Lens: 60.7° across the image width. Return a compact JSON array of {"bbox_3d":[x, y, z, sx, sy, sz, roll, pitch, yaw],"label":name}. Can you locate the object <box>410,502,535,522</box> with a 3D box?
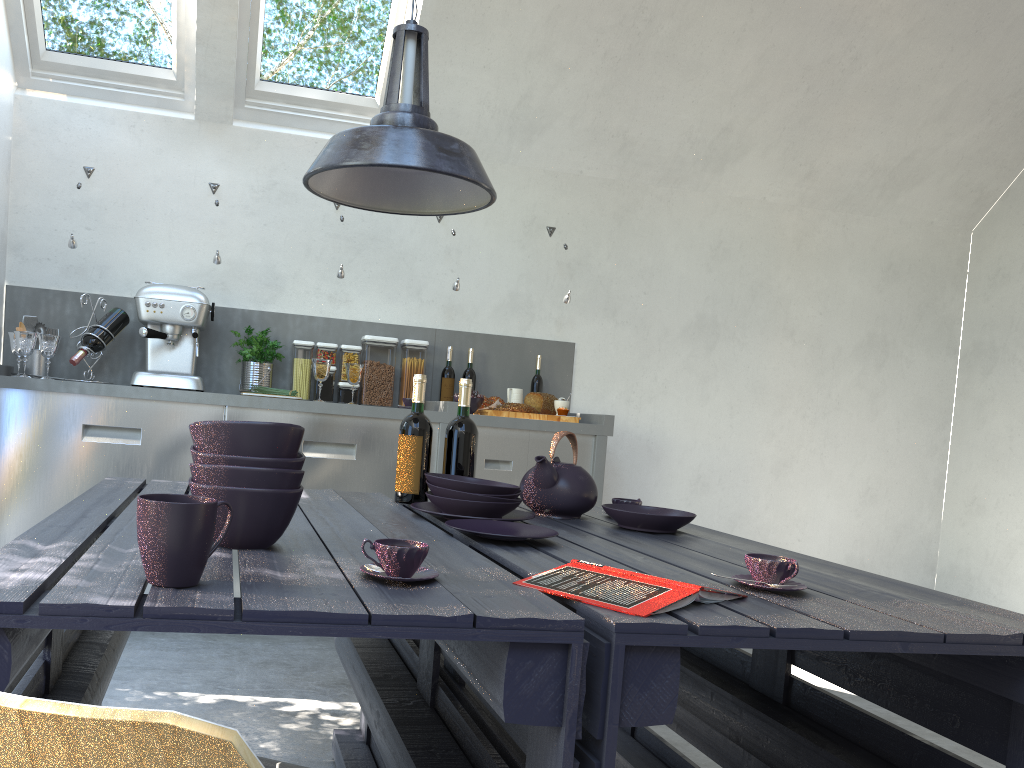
[{"bbox_3d":[-0.095,0.311,2.080,0.306,0.024,0.285,4,-2,17],"label":"object"}]

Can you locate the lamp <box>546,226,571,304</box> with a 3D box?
[{"bbox_3d":[0.242,-0.615,4.469,0.058,0.439,0.341,4,1,-18],"label":"lamp"}]

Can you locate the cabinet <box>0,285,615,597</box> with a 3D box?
[{"bbox_3d":[-0.987,0.391,4.159,2.782,1.484,0.579,5,2,-12],"label":"cabinet"}]

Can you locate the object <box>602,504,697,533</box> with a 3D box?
[{"bbox_3d":[0.338,0.337,2.179,0.240,0.047,0.218,4,-2,26],"label":"object"}]

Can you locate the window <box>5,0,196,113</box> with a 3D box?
[{"bbox_3d":[-1.679,-2.037,3.540,0.809,1.401,1.524,4,0,-17],"label":"window"}]

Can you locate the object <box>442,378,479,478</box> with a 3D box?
[{"bbox_3d":[-0.137,0.158,2.371,0.094,0.346,0.087,6,3,18],"label":"object"}]

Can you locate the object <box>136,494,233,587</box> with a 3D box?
[{"bbox_3d":[-0.421,0.203,1.132,0.124,0.110,0.105,5,0,-23],"label":"object"}]

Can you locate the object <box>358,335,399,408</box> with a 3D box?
[{"bbox_3d":[-0.677,-0.057,4.407,0.170,0.356,0.131,4,2,-15],"label":"object"}]

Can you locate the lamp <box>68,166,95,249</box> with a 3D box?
[{"bbox_3d":[-1.971,-0.816,4.002,0.058,0.439,0.341,4,1,-18],"label":"lamp"}]

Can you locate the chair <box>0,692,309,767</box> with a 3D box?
[{"bbox_3d":[-0.365,0.642,1.009,0.717,0.822,0.747,5,1,15],"label":"chair"}]

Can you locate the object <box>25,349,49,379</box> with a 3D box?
[{"bbox_3d":[-2.188,-0.091,4.029,0.112,0.132,0.101,5,1,26],"label":"object"}]

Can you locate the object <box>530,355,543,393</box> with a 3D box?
[{"bbox_3d":[0.130,0.021,4.586,0.061,0.346,0.063,4,3,-12],"label":"object"}]

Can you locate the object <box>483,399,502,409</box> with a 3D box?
[{"bbox_3d":[-0.122,0.099,4.274,0.199,0.059,0.198,5,-2,5],"label":"object"}]

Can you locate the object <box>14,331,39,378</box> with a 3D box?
[{"bbox_3d":[-2.057,-0.123,3.698,0.095,0.192,0.102,4,2,-21],"label":"object"}]

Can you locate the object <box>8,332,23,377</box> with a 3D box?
[{"bbox_3d":[-2.150,-0.126,3.818,0.092,0.192,0.104,3,3,-44],"label":"object"}]

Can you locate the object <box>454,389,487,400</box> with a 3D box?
[{"bbox_3d":[-0.201,0.053,4.106,0.152,0.095,0.148,5,-1,-29],"label":"object"}]

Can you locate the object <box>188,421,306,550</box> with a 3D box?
[{"bbox_3d":[-0.449,0.166,1.474,0.189,0.215,0.219,5,0,-14],"label":"object"}]

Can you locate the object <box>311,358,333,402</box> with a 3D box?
[{"bbox_3d":[-0.863,-0.015,3.945,0.104,0.192,0.093,6,2,34],"label":"object"}]

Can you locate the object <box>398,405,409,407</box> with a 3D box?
[{"bbox_3d":[-0.468,0.108,4.030,0.124,0.013,0.029,7,-2,-40],"label":"object"}]

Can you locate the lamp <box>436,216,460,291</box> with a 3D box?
[{"bbox_3d":[-0.310,-0.666,4.357,0.056,0.437,0.353,3,1,-27],"label":"lamp"}]

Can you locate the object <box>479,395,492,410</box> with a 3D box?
[{"bbox_3d":[-0.158,0.089,4.256,0.125,0.077,0.113,4,-1,28],"label":"object"}]

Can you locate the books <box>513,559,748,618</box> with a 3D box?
[{"bbox_3d":[0.185,0.301,1.335,0.236,0.030,0.287,3,-3,43],"label":"books"}]

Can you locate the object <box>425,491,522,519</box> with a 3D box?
[{"bbox_3d":[-0.093,0.290,2.077,0.240,0.047,0.218,4,-2,26],"label":"object"}]

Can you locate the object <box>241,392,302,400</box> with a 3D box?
[{"bbox_3d":[-1.094,0.055,3.968,0.254,0.012,0.186,5,-2,-17],"label":"object"}]

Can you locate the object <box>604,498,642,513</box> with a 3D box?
[{"bbox_3d":[0.315,0.343,2.410,0.112,0.056,0.120,5,-1,-23],"label":"object"}]

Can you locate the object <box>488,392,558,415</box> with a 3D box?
[{"bbox_3d":[0.068,0.088,4.263,0.428,0.112,0.134,7,-1,-45],"label":"object"}]

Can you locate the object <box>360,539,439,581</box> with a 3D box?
[{"bbox_3d":[-0.163,0.257,1.280,0.111,0.056,0.121,5,-2,-28],"label":"object"}]

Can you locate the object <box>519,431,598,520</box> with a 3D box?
[{"bbox_3d":[0.130,0.242,2.354,0.207,0.233,0.223,5,1,-13],"label":"object"}]

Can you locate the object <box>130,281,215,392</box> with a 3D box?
[{"bbox_3d":[-1.553,-0.222,4.013,0.348,0.502,0.439,4,1,-16],"label":"object"}]

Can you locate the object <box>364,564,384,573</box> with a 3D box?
[{"bbox_3d":[-0.187,0.273,1.319,0.029,0.013,0.126,4,-2,19],"label":"object"}]

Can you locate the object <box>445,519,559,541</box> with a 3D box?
[{"bbox_3d":[-0.023,0.306,1.808,0.230,0.019,0.238,5,-2,-10],"label":"object"}]

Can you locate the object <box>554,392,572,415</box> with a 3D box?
[{"bbox_3d":[0.242,0.097,4.273,0.077,0.121,0.069,6,2,30],"label":"object"}]

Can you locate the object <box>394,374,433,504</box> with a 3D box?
[{"bbox_3d":[-0.257,0.147,2.336,0.095,0.346,0.087,6,3,23],"label":"object"}]

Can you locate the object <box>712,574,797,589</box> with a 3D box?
[{"bbox_3d":[0.395,0.325,1.430,0.135,0.013,0.027,4,-1,14],"label":"object"}]

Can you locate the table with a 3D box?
[{"bbox_3d":[-0.156,0.706,1.864,1.561,0.799,1.545,5,-1,-15],"label":"table"}]

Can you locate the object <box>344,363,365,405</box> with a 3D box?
[{"bbox_3d":[-0.746,0.001,4.117,0.094,0.192,0.102,4,2,-27],"label":"object"}]

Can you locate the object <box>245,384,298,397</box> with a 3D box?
[{"bbox_3d":[-1.111,0.030,3.961,0.278,0.053,0.141,5,-2,3],"label":"object"}]

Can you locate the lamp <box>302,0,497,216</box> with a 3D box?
[{"bbox_3d":[-0.207,-0.969,1.911,0.420,1.101,0.440,4,2,-15],"label":"lamp"}]

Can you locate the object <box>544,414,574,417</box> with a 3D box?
[{"bbox_3d":[0.214,0.150,4.174,0.199,0.003,0.020,4,-2,12],"label":"object"}]

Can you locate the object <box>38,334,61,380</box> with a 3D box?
[{"bbox_3d":[-2.004,-0.115,3.781,0.100,0.192,0.096,5,2,8],"label":"object"}]

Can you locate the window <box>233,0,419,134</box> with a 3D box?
[{"bbox_3d":[-0.735,-1.959,3.731,0.809,1.394,1.517,4,0,-17],"label":"window"}]

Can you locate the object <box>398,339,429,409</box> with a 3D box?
[{"bbox_3d":[-0.506,-0.041,4.446,0.124,0.356,0.131,4,3,-16],"label":"object"}]

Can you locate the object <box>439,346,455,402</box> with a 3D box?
[{"bbox_3d":[-0.330,-0.020,4.489,0.070,0.346,0.075,4,3,-22],"label":"object"}]

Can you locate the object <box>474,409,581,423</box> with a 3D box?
[{"bbox_3d":[0.054,0.156,4.252,0.459,0.028,0.315,5,-2,-14],"label":"object"}]

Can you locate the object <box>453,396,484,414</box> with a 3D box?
[{"bbox_3d":[-0.205,0.103,4.109,0.155,0.079,0.139,4,-1,33],"label":"object"}]

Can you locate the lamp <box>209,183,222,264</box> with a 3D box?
[{"bbox_3d":[-1.391,-0.764,4.129,0.056,0.437,0.353,3,1,-27],"label":"lamp"}]

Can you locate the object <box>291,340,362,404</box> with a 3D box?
[{"bbox_3d":[-0.926,-0.052,4.339,0.333,0.295,0.108,5,2,-12],"label":"object"}]

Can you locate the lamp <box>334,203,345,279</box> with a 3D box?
[{"bbox_3d":[-0.840,-0.713,4.241,0.058,0.439,0.341,4,1,-18],"label":"lamp"}]

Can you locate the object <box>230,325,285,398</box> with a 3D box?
[{"bbox_3d":[-1.227,-0.109,4.194,0.262,0.343,0.235,5,1,28],"label":"object"}]

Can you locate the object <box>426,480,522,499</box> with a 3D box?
[{"bbox_3d":[-0.092,0.262,2.079,0.225,0.063,0.232,5,-2,-10],"label":"object"}]

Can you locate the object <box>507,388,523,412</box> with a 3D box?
[{"bbox_3d":[0.016,0.083,4.353,0.083,0.120,0.088,5,1,6],"label":"object"}]

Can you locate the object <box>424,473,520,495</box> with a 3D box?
[{"bbox_3d":[-0.096,0.250,2.074,0.223,0.058,0.235,5,-2,-15],"label":"object"}]

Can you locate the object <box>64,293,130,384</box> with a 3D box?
[{"bbox_3d":[-1.906,-0.205,3.934,0.240,0.395,0.321,5,1,13],"label":"object"}]

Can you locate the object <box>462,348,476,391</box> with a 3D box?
[{"bbox_3d":[-0.222,-0.011,4.512,0.071,0.346,0.073,4,3,-12],"label":"object"}]

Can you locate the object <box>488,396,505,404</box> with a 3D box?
[{"bbox_3d":[-0.086,0.099,4.341,0.125,0.077,0.113,4,-1,28],"label":"object"}]

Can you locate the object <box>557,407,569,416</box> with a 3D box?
[{"bbox_3d":[0.245,0.133,4.214,0.056,0.046,0.062,5,0,-30],"label":"object"}]

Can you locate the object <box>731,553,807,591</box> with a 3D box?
[{"bbox_3d":[0.428,0.312,1.453,0.115,0.056,0.117,5,-1,-7],"label":"object"}]

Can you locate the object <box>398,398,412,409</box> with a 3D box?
[{"bbox_3d":[-0.470,0.092,4.071,0.117,0.056,0.116,5,-1,0],"label":"object"}]

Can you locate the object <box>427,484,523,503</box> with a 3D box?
[{"bbox_3d":[-0.090,0.275,2.076,0.224,0.063,0.233,5,-2,-10],"label":"object"}]
